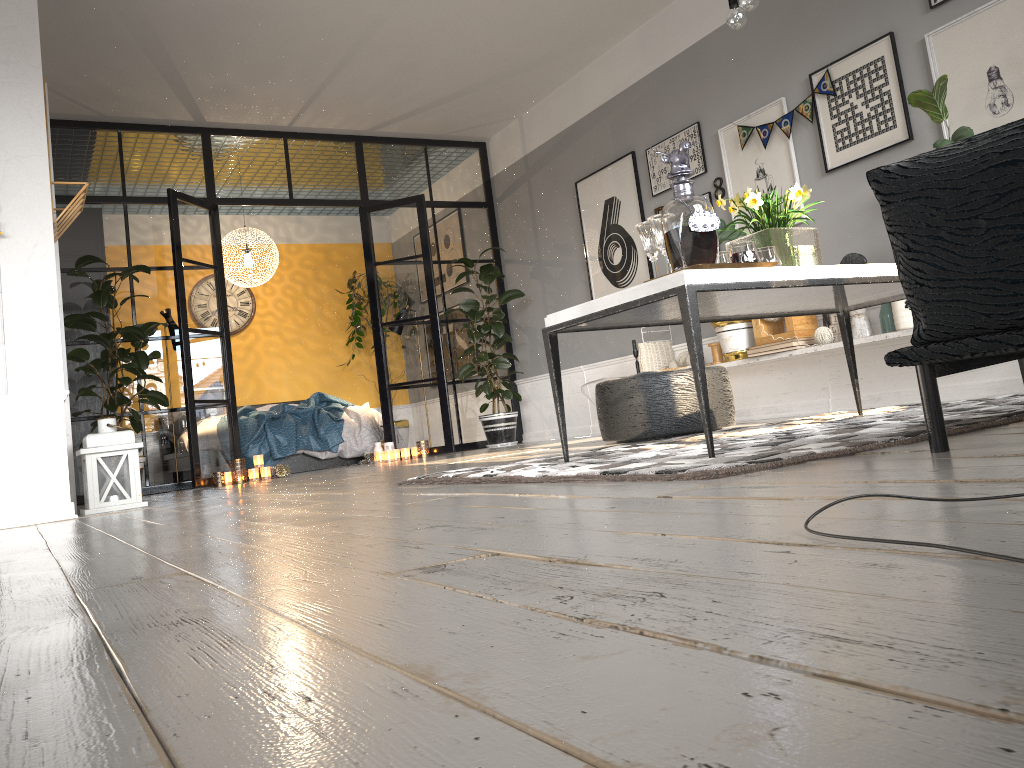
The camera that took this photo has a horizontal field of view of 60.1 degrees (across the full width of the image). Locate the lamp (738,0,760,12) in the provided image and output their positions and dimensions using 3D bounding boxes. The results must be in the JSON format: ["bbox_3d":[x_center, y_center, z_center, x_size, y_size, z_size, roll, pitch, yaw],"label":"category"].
[{"bbox_3d":[0.157,-1.960,3.458,1.388,1.548,0.074,-10,-7,29],"label":"lamp"}]

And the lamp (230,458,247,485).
[{"bbox_3d":[-2.097,0.669,6.784,0.115,0.188,0.114,-4,-6,-31],"label":"lamp"}]

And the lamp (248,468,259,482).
[{"bbox_3d":[-2.012,0.709,6.898,0.080,0.099,0.080,-8,-5,11],"label":"lamp"}]

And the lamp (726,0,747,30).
[{"bbox_3d":[0.149,-1.953,3.596,1.388,1.548,0.074,-10,-7,29],"label":"lamp"}]

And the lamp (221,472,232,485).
[{"bbox_3d":[-2.186,0.726,6.779,0.080,0.099,0.080,-8,-5,11],"label":"lamp"}]

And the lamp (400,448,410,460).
[{"bbox_3d":[-0.915,0.601,7.607,0.080,0.099,0.080,-8,-5,11],"label":"lamp"}]

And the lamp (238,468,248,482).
[{"bbox_3d":[-2.154,0.732,7.081,0.081,0.107,0.080,-4,-6,-30],"label":"lamp"}]

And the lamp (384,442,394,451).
[{"bbox_3d":[-1.064,0.592,7.707,0.092,0.168,0.089,-10,-6,26],"label":"lamp"}]

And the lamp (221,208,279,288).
[{"bbox_3d":[-2.728,-1.530,9.064,0.615,1.104,0.613,-8,-6,11],"label":"lamp"}]

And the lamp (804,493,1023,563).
[{"bbox_3d":[0.710,-0.765,0.666,0.681,1.715,1.235,-4,-6,-31],"label":"lamp"}]

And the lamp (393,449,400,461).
[{"bbox_3d":[-1.002,0.612,7.614,0.080,0.099,0.080,-8,-5,11],"label":"lamp"}]

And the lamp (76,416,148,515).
[{"bbox_3d":[-2.048,0.403,4.510,0.287,0.481,0.284,-4,-6,-31],"label":"lamp"}]

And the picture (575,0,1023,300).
[{"bbox_3d":[-1.027,-1.051,6.226,4.048,1.807,7.234,-5,-4,-30],"label":"picture"}]

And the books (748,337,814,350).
[{"bbox_3d":[1.650,-0.247,5.357,0.229,0.017,0.376,-6,-3,-32],"label":"books"}]

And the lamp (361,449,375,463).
[{"bbox_3d":[-1.281,0.653,7.960,0.095,0.132,0.108,-10,-6,30],"label":"lamp"}]

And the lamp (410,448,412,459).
[{"bbox_3d":[-0.909,0.609,7.706,0.062,0.092,0.063,-12,-7,42],"label":"lamp"}]

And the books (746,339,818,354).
[{"bbox_3d":[1.646,-0.224,5.346,0.260,0.029,0.381,-6,-3,-29],"label":"books"}]

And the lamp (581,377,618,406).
[{"bbox_3d":[0.766,0.170,6.798,0.433,0.441,0.429,-7,-5,-8],"label":"lamp"}]

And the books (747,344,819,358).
[{"bbox_3d":[1.659,-0.201,5.336,0.297,0.021,0.365,-5,-3,-35],"label":"books"}]

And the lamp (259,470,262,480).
[{"bbox_3d":[-2.007,0.724,7.014,0.069,0.081,0.068,-5,-5,-22],"label":"lamp"}]

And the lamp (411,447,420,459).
[{"bbox_3d":[-0.829,0.591,7.633,0.080,0.099,0.080,-8,-5,11],"label":"lamp"}]

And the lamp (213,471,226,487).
[{"bbox_3d":[-2.214,0.721,6.692,0.084,0.111,0.084,-11,-6,36],"label":"lamp"}]

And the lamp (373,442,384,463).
[{"bbox_3d":[-1.169,0.603,7.762,0.092,0.181,0.091,-6,-6,-9],"label":"lamp"}]

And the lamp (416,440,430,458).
[{"bbox_3d":[-0.760,0.557,7.566,0.107,0.142,0.107,-10,-6,24],"label":"lamp"}]

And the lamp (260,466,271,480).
[{"bbox_3d":[-1.930,0.700,6.937,0.080,0.099,0.080,-8,-5,11],"label":"lamp"}]

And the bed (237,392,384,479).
[{"bbox_3d":[-2.344,0.502,8.825,1.902,0.775,2.303,-6,-4,-29],"label":"bed"}]

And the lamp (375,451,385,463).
[{"bbox_3d":[-1.136,0.631,7.635,0.080,0.099,0.080,-10,-6,25],"label":"lamp"}]

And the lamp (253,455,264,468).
[{"bbox_3d":[-1.984,0.606,6.927,0.080,0.099,0.080,-8,-5,11],"label":"lamp"}]

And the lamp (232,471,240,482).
[{"bbox_3d":[-2.153,0.726,6.864,0.080,0.099,0.080,-8,-5,11],"label":"lamp"}]

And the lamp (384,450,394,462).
[{"bbox_3d":[-1.048,0.615,7.537,0.080,0.099,0.080,-8,-5,11],"label":"lamp"}]
